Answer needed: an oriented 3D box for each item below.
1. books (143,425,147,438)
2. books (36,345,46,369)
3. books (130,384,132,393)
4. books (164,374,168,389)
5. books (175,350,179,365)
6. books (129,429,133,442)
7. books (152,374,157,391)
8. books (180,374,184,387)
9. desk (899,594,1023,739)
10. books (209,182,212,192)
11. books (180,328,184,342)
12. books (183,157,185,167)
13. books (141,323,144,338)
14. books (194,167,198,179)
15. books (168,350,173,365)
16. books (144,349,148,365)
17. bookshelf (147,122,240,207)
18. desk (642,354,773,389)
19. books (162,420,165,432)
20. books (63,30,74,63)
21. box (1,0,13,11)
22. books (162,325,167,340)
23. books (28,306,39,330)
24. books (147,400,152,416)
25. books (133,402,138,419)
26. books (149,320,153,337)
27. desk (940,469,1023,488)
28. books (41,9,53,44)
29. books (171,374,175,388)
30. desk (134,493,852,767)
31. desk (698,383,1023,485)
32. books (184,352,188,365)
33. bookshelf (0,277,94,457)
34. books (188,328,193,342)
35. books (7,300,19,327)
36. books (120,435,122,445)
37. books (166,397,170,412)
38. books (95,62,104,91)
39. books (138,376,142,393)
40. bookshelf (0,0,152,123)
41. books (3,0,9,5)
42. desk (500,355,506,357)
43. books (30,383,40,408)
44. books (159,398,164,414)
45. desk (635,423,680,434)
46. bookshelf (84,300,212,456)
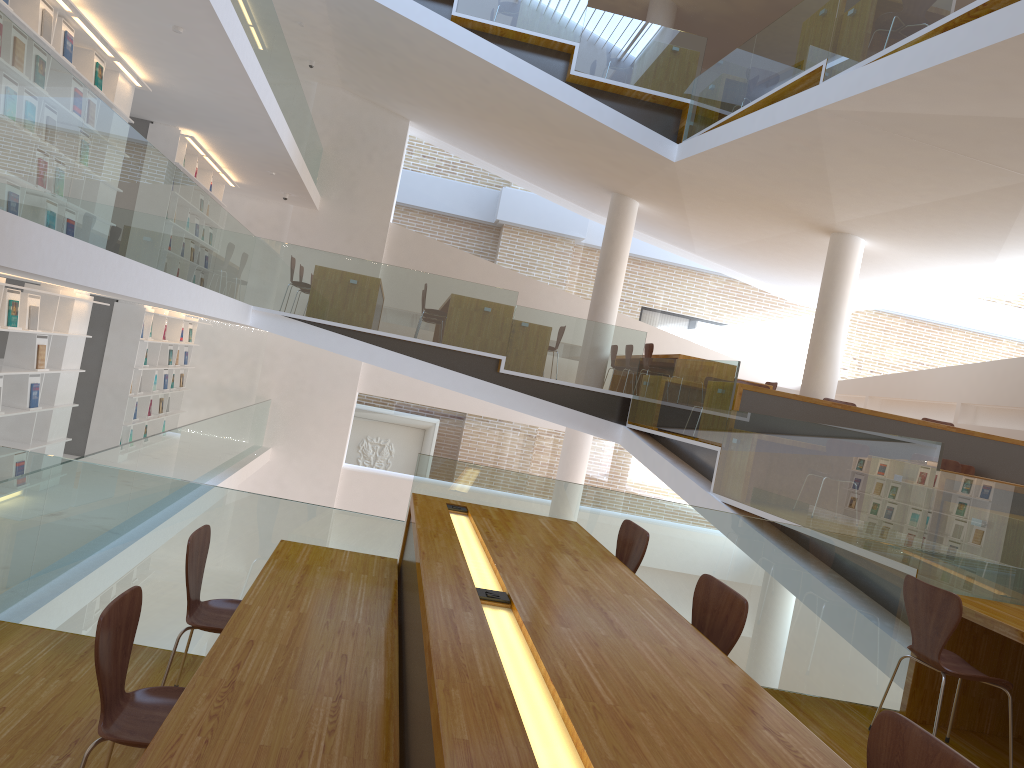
[{"bbox_3d":[-4.686,0.631,11.316,0.037,0.210,0.145,11,0,-8],"label":"books"},{"bbox_3d":[-3.923,-0.221,7.387,0.037,0.210,0.145,11,0,-8],"label":"books"},{"bbox_3d":[-4.423,0.005,10.259,0.037,0.210,0.145,11,0,-8],"label":"books"},{"bbox_3d":[-4.633,-0.024,11.872,0.037,0.210,0.145,11,0,-8],"label":"books"},{"bbox_3d":[-4.616,-0.364,12.219,0.037,0.210,0.145,11,0,-8],"label":"books"},{"bbox_3d":[-4.605,0.656,10.685,0.037,0.210,0.145,11,0,-8],"label":"books"},{"bbox_3d":[-4.562,-0.017,11.319,0.037,0.210,0.145,11,0,-8],"label":"books"},{"bbox_3d":[-4.749,-0.042,12.756,0.037,0.210,0.145,11,0,-8],"label":"books"},{"bbox_3d":[2.415,1.353,2.563,0.760,0.606,3.185,11,0,-8],"label":"desk"},{"bbox_3d":[-4.160,-2.686,12.219,0.037,0.210,0.145,11,0,-8],"label":"books"},{"bbox_3d":[-4.556,-0.673,12.219,0.037,0.210,0.145,11,0,-8],"label":"books"},{"bbox_3d":[-3.950,-2.661,10.636,0.037,0.210,0.145,11,0,-8],"label":"books"},{"bbox_3d":[-4.298,-0.625,10.276,0.037,0.210,0.145,11,0,-8],"label":"books"},{"bbox_3d":[-4.042,-2.663,11.318,0.037,0.210,0.145,11,0,-8],"label":"books"},{"bbox_3d":[-4.571,-0.355,11.872,0.037,0.210,0.145,11,0,-8],"label":"books"},{"bbox_3d":[-4.409,-0.320,10.653,0.037,0.210,0.145,11,0,-8],"label":"books"},{"bbox_3d":[-4.226,-2.071,11.554,0.498,1.836,2.984,11,0,-8],"label":"bookshelf"},{"bbox_3d":[2.374,0.085,12.470,1.247,0.762,3.194,11,0,-8],"label":"desk"},{"bbox_3d":[-4.803,0.610,12.205,0.037,0.210,0.145,11,0,-8],"label":"books"},{"bbox_3d":[-3.373,-2.558,6.746,0.037,0.210,0.145,11,0,-8],"label":"books"},{"bbox_3d":[-3.325,-2.578,5.616,0.274,0.296,0.245,11,0,-8],"label":"box"},{"bbox_3d":[-4.438,-0.650,11.318,0.037,0.210,0.145,11,0,-8],"label":"books"},{"bbox_3d":[-3.820,-0.517,7.080,0.037,0.210,0.145,11,0,-8],"label":"books"},{"bbox_3d":[-4.625,0.305,11.319,0.037,0.210,0.145,11,0,-8],"label":"books"},{"bbox_3d":[-4.536,0.319,10.662,0.037,0.210,0.145,11,0,-8],"label":"books"},{"bbox_3d":[-4.341,-0.667,10.629,0.037,0.210,0.145,11,0,-8],"label":"books"},{"bbox_3d":[4.060,1.205,5.486,3.243,0.785,1.527,11,0,-8],"label":"desk"},{"bbox_3d":[-3.319,-2.546,6.329,0.037,0.210,0.145,11,0,-8],"label":"books"},{"bbox_3d":[-4.676,-0.033,12.205,0.037,0.210,0.145,11,0,-8],"label":"books"},{"bbox_3d":[-0.215,0.995,2.401,1.285,0.918,3.236,11,0,-8],"label":"desk"},{"bbox_3d":[3.510,0.794,8.399,3.216,1.022,1.248,11,0,-8],"label":"desk"},{"bbox_3d":[-4.686,-0.361,12.752,0.037,0.210,0.145,11,0,-8],"label":"books"},{"bbox_3d":[-4.019,0.071,6.529,0.397,1.836,3.666,11,0,-8],"label":"bookshelf"},{"bbox_3d":[-4.624,-0.692,12.751,0.037,0.210,0.145,11,0,-8],"label":"books"},{"bbox_3d":[-3.765,-0.527,6.695,0.037,0.210,0.145,11,0,-8],"label":"books"},{"bbox_3d":[-4.549,0.664,10.257,0.037,0.210,0.145,11,0,-8],"label":"books"},{"bbox_3d":[-4.739,0.286,12.205,0.037,0.210,0.145,11,0,-8],"label":"books"},{"bbox_3d":[-3.465,-2.574,7.440,0.037,0.210,0.145,11,0,-8],"label":"books"},{"bbox_3d":[-4.471,0.006,10.638,0.037,0.210,0.145,11,0,-8],"label":"books"},{"bbox_3d":[-3.573,-1.941,6.535,0.498,1.836,3.666,11,0,-8],"label":"bookshelf"},{"bbox_3d":[-3.227,-2.529,5.628,0.037,0.210,0.145,11,0,-8],"label":"books"},{"bbox_3d":[-0.378,-0.611,12.027,1.248,0.757,3.196,11,0,-8],"label":"desk"},{"bbox_3d":[-3.985,0.101,7.404,0.037,0.210,0.145,11,0,-8],"label":"books"},{"bbox_3d":[-4.696,0.295,11.876,0.037,0.210,0.145,11,0,-8],"label":"books"},{"bbox_3d":[3.202,0.522,10.401,3.356,0.606,0.760,11,0,-8],"label":"desk"},{"bbox_3d":[-4.623,-0.049,11.554,0.498,1.836,2.984,11,0,-8],"label":"bookshelf"}]
